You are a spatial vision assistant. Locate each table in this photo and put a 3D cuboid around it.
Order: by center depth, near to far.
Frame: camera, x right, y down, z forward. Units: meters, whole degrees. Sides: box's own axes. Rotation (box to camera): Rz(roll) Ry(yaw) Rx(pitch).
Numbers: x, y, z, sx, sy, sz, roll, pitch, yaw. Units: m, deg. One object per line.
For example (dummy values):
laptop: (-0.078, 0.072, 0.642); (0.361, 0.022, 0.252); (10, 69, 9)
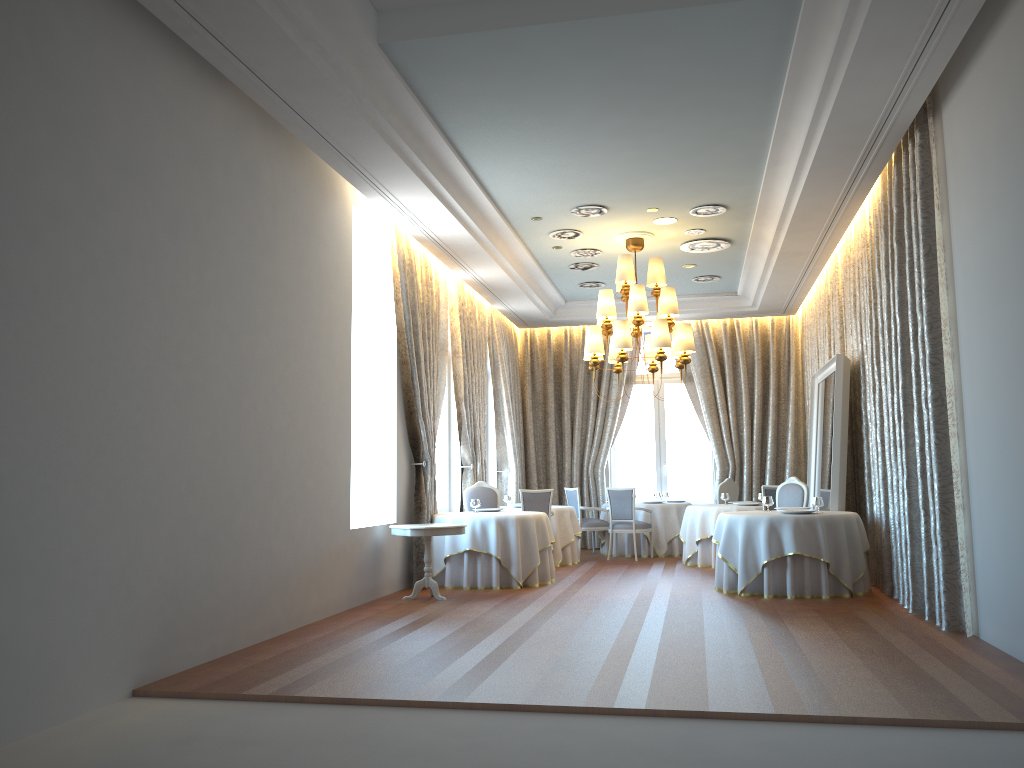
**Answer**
table: (-0.884, 1.902, 9.396); (0.761, 0.801, 0.760); (4, -8, -39)
table: (3.046, 1.855, 9.737); (1.663, 0.890, 1.667); (-1, -6, 0)
table: (-0.301, 2.026, 10.861); (1.663, 0.890, 1.667); (-1, -6, 0)
table: (3.287, 2.192, 12.798); (1.663, 0.890, 1.667); (-4, -7, 25)
table: (0.232, 2.304, 13.431); (1.667, 0.890, 1.663); (-1, -6, 5)
table: (2.286, 2.434, 14.853); (1.667, 0.890, 1.663); (-4, -7, 30)

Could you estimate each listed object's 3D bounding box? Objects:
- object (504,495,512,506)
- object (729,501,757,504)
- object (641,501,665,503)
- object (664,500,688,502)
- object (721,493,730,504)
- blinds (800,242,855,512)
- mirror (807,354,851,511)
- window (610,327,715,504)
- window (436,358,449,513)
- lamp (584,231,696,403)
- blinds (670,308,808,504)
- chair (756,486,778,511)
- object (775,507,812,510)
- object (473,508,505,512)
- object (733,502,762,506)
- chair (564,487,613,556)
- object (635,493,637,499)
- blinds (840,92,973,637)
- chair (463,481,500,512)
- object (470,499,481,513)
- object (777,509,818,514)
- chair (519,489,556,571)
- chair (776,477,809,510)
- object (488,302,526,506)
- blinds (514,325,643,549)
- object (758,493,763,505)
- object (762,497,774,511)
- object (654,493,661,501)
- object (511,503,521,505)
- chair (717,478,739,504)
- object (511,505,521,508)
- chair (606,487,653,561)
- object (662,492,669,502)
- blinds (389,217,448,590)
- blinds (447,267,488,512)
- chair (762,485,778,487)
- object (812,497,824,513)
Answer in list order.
object: (-0.063, 1.813, 13.756); (0.128, 0.165, 0.128); (-2, -6, 11)
object: (3.447, 1.775, 13.260); (0.419, 0.036, 0.419); (-2, -6, 10)
object: (2.306, 1.923, 14.455); (0.419, 0.036, 0.419); (-2, -6, 10)
object: (2.754, 1.961, 14.850); (0.419, 0.036, 0.419); (-2, -6, 10)
object: (3.162, 1.702, 13.149); (0.128, 0.165, 0.128); (-2, -6, 11)
blinds: (4.673, 0.215, 13.349); (0.238, 4.819, 4.439); (-2, -6, 12)
mirror: (3.939, 1.047, 11.148); (0.385, 2.564, 2.251); (-2, -6, 11)
window: (2.715, 0.555, 16.321); (1.881, 3.306, 0.196); (-2, -6, 11)
window: (-1.081, 0.140, 12.120); (0.259, 3.306, 1.882); (-2, -6, 11)
lamp: (1.590, -0.844, 11.271); (1.373, 2.121, 1.373); (5, -8, -41)
blinds: (3.998, 0.496, 15.639); (2.476, 4.901, 0.386); (-2, -6, 11)
chair: (3.393, 1.917, 11.815); (0.650, 1.108, 0.629); (1, -7, -18)
object: (3.230, 1.435, 10.178); (0.419, 0.036, 0.419); (-2, -6, 10)
object: (-0.293, 1.611, 11.325); (0.419, 0.036, 0.419); (-2, -6, 10)
object: (3.321, 1.687, 12.454); (0.419, 0.036, 0.419); (-2, -6, 10)
chair: (1.250, 2.260, 14.639); (0.629, 1.108, 0.650); (2, -7, -23)
object: (1.999, 1.887, 14.677); (0.128, 0.165, 0.128); (-2, -6, 11)
blinds: (3.800, -0.246, 9.089); (0.238, 4.819, 4.439); (-2, -6, 12)
chair: (-0.339, 1.900, 11.715); (0.563, 1.233, 0.690); (1, -7, -13)
object: (-0.455, 1.518, 11.048); (0.128, 0.165, 0.128); (0, -6, -6)
object: (3.005, 1.345, 9.340); (0.419, 0.036, 0.419); (-2, -6, 10)
chair: (0.276, 2.020, 12.359); (0.650, 1.108, 0.629); (1, -7, -13)
chair: (3.177, 1.735, 10.659); (0.690, 1.233, 0.563); (3, -7, -28)
object: (-0.050, 0.570, 15.388); (0.386, 4.901, 2.121); (-2, -6, 11)
blinds: (1.181, 0.598, 16.210); (2.535, 4.901, 0.386); (-2, -6, 11)
object: (3.580, 1.643, 12.670); (0.128, 0.165, 0.128); (-2, -6, 11)
object: (2.909, 1.364, 10.079); (0.128, 0.165, 0.128); (-6, -8, 41)
object: (2.421, 1.892, 14.766); (0.128, 0.165, 0.128); (-2, -6, 11)
object: (0.177, 1.895, 13.944); (0.419, 0.036, 0.419); (-2, -6, 10)
chair: (3.244, 2.129, 14.211); (0.563, 1.233, 0.690); (4, -8, -38)
object: (0.195, 1.792, 13.018); (0.419, 0.036, 0.419); (-2, -6, 10)
chair: (1.796, 2.158, 13.783); (0.650, 1.108, 0.629); (-4, -7, 26)
object: (2.623, 1.932, 15.158); (0.128, 0.165, 0.128); (-2, -6, 11)
blinds: (-1.062, 0.036, 10.883); (0.315, 4.930, 2.204); (-2, -6, 11)
blinds: (-0.548, 0.295, 13.274); (0.335, 4.969, 2.257); (-2, -6, 12)
chair: (4.097, 2.135, 13.859); (0.650, 1.108, 0.629); (-5, -7, 31)
object: (3.289, 1.297, 9.527); (0.128, 0.165, 0.128); (-2, -6, 11)
